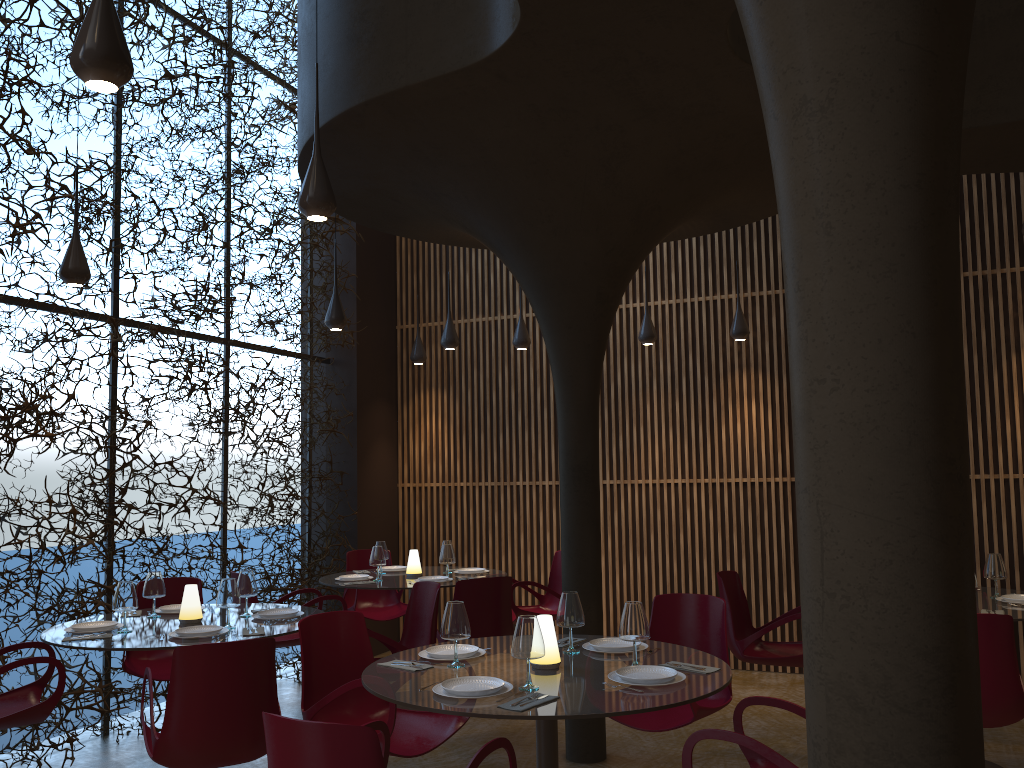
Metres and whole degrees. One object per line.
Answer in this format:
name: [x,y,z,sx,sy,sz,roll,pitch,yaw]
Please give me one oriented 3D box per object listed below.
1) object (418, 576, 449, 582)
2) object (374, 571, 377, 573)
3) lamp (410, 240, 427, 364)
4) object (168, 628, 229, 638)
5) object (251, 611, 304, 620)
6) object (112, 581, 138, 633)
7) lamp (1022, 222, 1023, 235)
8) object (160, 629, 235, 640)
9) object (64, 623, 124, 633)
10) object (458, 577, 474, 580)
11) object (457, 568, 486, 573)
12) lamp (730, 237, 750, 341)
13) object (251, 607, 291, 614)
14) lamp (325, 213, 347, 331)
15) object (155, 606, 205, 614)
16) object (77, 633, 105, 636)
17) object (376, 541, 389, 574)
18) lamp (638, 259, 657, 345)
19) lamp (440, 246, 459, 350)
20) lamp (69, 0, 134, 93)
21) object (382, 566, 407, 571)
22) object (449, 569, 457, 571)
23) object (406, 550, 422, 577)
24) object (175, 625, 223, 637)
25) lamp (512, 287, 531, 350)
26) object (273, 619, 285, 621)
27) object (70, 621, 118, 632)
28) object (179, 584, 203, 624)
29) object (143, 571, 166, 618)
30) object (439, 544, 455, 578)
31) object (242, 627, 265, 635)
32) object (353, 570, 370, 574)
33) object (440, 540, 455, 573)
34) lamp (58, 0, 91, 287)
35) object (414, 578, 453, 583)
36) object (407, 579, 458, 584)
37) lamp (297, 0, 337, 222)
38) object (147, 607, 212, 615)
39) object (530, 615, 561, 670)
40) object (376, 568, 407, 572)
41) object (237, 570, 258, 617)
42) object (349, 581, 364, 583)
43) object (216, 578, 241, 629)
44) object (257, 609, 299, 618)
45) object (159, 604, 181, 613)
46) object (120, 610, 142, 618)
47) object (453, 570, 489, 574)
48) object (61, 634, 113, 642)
object: [-0.663,1.653,7.500,0.263,0.029,0.263,-3,-6,16]
object: [-1.122,1.769,8.437,0.411,0.012,0.205,2,-7,-25]
lamp: [-1.142,-3.355,10.534,0.196,6.263,0.196,3,-6,-42]
object: [-1.802,1.435,5.105,0.332,0.014,0.332,-5,-7,31]
object: [-1.510,1.494,5.721,0.332,0.014,0.332,-3,-6,16]
object: [-2.300,1.324,5.271,0.142,0.295,0.142,-3,-5,22]
lamp: [3.040,-3.961,5.424,0.196,6.263,0.196,-4,-6,38]
object: [-1.806,1.436,5.102,0.411,0.012,0.205,1,-6,-21]
object: [-2.515,1.473,5.341,0.332,0.014,0.332,-1,-6,4]
object: [-0.369,1.671,7.568,0.126,0.017,0.262,1,-6,-17]
object: [-0.371,1.711,8.116,0.263,0.029,0.263,-4,-7,25]
lamp: [2.230,-3.563,9.125,0.196,6.263,0.196,3,-6,-42]
object: [-1.627,1.532,5.998,0.262,0.017,0.127,2,-7,-26]
lamp: [-1.613,-3.602,8.071,0.196,6.263,0.196,3,-6,-42]
object: [-2.265,1.540,6.040,0.332,0.014,0.332,-3,-6,15]
object: [-2.518,1.474,5.345,0.204,0.012,0.411,2,-7,-26]
object: [-1.216,1.611,8.230,0.142,0.295,0.142,-3,-5,23]
lamp: [1.333,-3.527,9.311,0.196,6.263,0.196,-4,-6,38]
lamp: [-0.698,-3.480,9.402,0.196,6.263,0.196,3,-6,-42]
lamp: [-1.422,-4.111,3.189,0.196,6.263,0.196,1,-5,-22]
object: [-1.127,1.758,8.435,0.263,0.029,0.263,2,-6,-23]
object: [-0.488,1.759,8.393,0.262,0.017,0.127,2,-7,-26]
object: [-0.882,1.609,7.975,0.144,0.232,0.142,-1,-5,-2]
object: [-1.802,1.425,5.105,0.263,0.029,0.264,1,-6,-16]
lamp: [0.044,-3.485,9.491,0.196,6.263,0.196,-2,-4,8]
object: [-1.507,1.494,5.717,0.204,0.012,0.411,2,-7,-30]
object: [-2.516,1.463,5.342,0.263,0.029,0.264,0,-6,-6]
object: [-2.021,1.382,5.580,0.142,0.232,0.145,0,-5,-12]
object: [-2.355,1.384,5.835,0.142,0.295,0.142,-4,-6,34]
object: [-0.564,1.546,7.719,0.142,0.295,0.142,0,-5,-18]
object: [-1.508,1.444,5.173,0.126,0.017,0.262,1,-6,-17]
object: [-1.416,1.771,8.346,0.126,0.017,0.262,1,-6,-20]
object: [-0.597,1.595,8.191,0.142,0.295,0.142,-5,-6,40]
lamp: [-2.963,-3.778,6.131,0.196,6.263,0.196,3,-6,-42]
object: [-0.663,1.662,7.499,0.332,0.014,0.332,-6,-8,41]
object: [-0.667,1.663,7.497,0.411,0.012,0.205,1,-6,-21]
lamp: [-1.043,-3.959,4.725,0.196,6.263,0.196,1,-5,-22]
object: [-2.261,1.542,6.042,0.411,0.012,0.205,2,-7,-25]
object: [0.152,1.188,4.096,0.142,0.232,0.145,1,-5,-22]
object: [-1.127,1.768,8.435,0.332,0.014,0.332,-3,-6,15]
object: [-1.736,1.368,5.796,0.142,0.295,0.142,1,-5,-27]
object: [-1.379,1.702,7.739,0.204,0.012,0.411,2,-7,-26]
object: [-1.703,1.319,5.324,0.142,0.295,0.142,-5,-6,38]
object: [-1.510,1.484,5.722,0.263,0.029,0.263,-3,-6,16]
object: [-2.266,1.531,6.041,0.263,0.029,0.263,2,-7,-30]
object: [-2.554,1.544,5.951,0.126,0.017,0.262,1,-6,-20]
object: [-0.371,1.721,8.116,0.332,0.014,0.332,-1,-6,-4]
object: [-2.419,1.448,5.055,0.262,0.017,0.127,1,-6,-22]
